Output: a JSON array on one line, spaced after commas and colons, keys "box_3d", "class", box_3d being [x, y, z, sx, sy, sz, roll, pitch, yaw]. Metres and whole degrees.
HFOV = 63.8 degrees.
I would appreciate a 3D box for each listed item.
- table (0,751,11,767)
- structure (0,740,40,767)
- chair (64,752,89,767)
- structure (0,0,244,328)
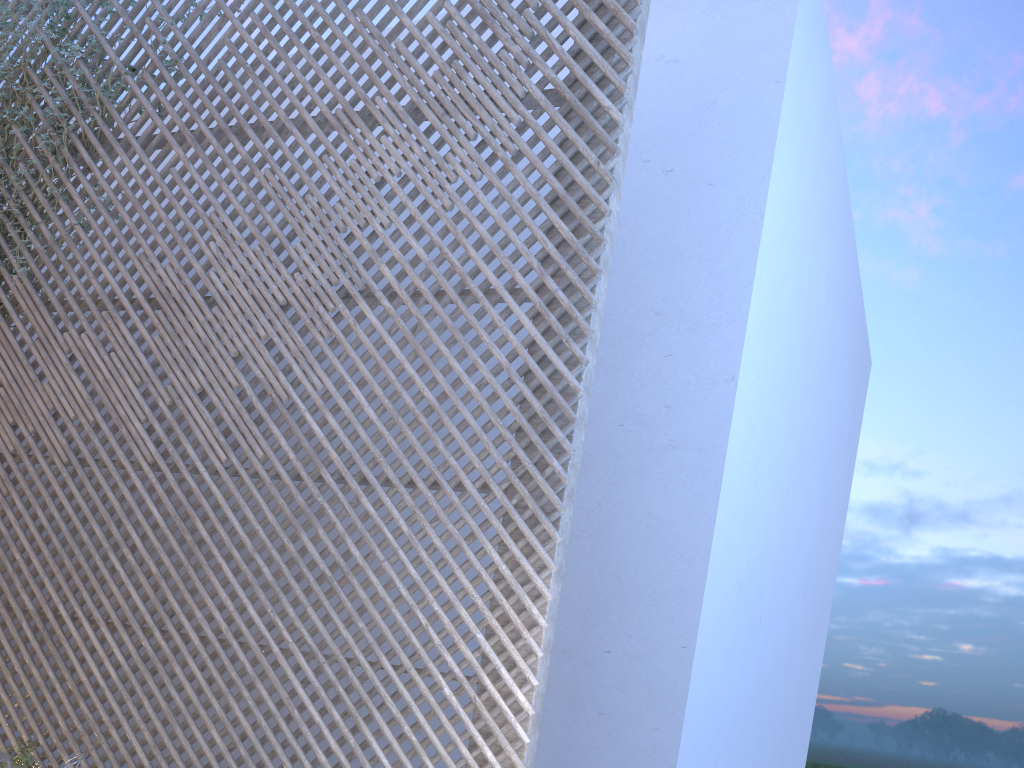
[{"box_3d": [-2.168, 1.587, 3.192, 0.353, 0.319, 0.361, 10, -10, -9], "class": "table"}, {"box_3d": [-2.348, 1.849, 3.930, 0.314, 0.310, 0.312, 7, -9, 13], "class": "structure"}, {"box_3d": [-1.878, 1.664, 3.337, 0.256, 0.365, 0.264, 11, -6, -22], "class": "chair"}, {"box_3d": [-2.502, -0.880, 4.248, 2.339, 2.640, 0.756, 6, -1, 19], "class": "structure"}]
